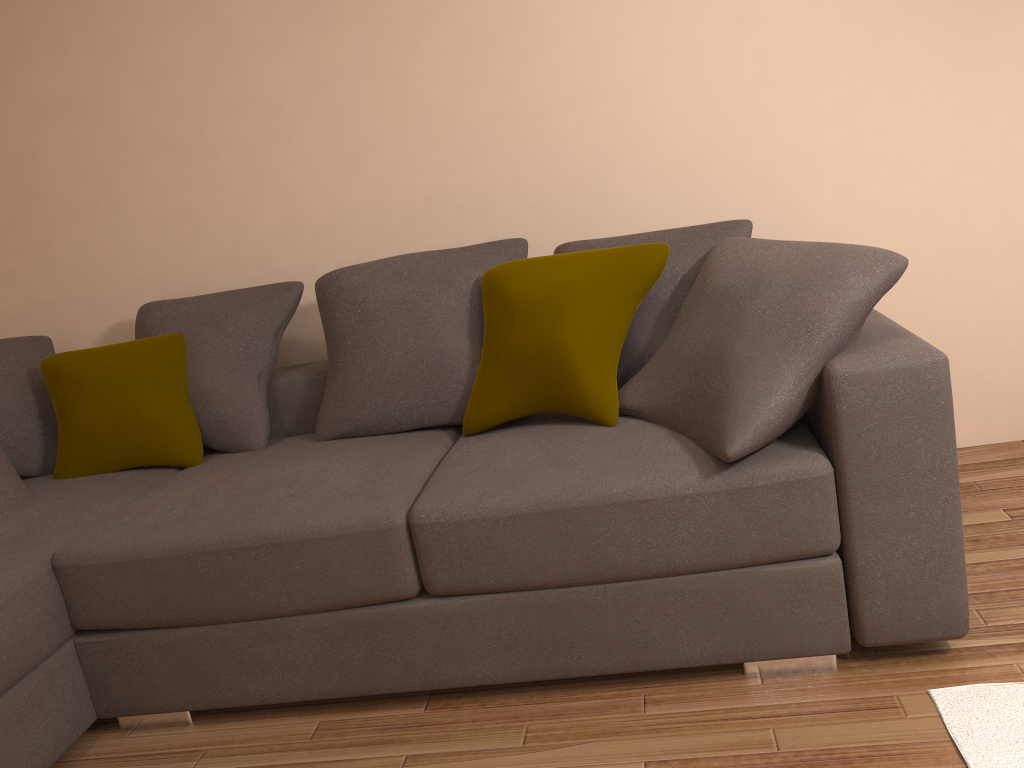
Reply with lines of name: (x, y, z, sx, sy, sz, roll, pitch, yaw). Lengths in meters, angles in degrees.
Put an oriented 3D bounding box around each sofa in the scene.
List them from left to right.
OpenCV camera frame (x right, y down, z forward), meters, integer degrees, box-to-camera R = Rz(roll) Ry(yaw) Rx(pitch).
sofa: (-0.669, 0.482, 2.600, 3.565, 0.776, 1.906, -8, 13, 10)

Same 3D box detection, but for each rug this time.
rug: (1.662, 0.820, 0.834, 1.791, 0.024, 2.122, -8, 13, 10)

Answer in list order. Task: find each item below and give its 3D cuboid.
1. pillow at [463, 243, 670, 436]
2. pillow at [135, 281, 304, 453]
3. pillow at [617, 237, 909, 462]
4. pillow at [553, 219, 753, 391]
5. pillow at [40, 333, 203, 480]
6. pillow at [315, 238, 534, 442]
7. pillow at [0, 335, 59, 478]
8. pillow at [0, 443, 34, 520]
pillow: (0.155, -0.133, 2.672, 0.658, 0.492, 0.382, -2, 15, 34)
pillow: (-1.149, -0.041, 3.332, 0.787, 0.576, 0.431, -5, 14, 25)
pillow: (0.593, -0.120, 2.338, 0.560, 0.470, 0.749, -15, 13, -18)
pillow: (0.386, -0.161, 2.899, 0.399, 0.635, 0.811, -20, 15, -36)
pillow: (-1.381, 0.101, 3.165, 0.631, 0.486, 0.335, -10, 12, 3)
pillow: (-0.313, -0.145, 3.040, 0.783, 0.590, 0.459, -7, 13, 15)
pillow: (-1.994, 0.118, 3.237, 0.806, 0.578, 0.483, -21, 16, -39)
pillow: (-1.897, 0.371, 2.678, 0.792, 0.415, 0.645, -21, 16, -39)
